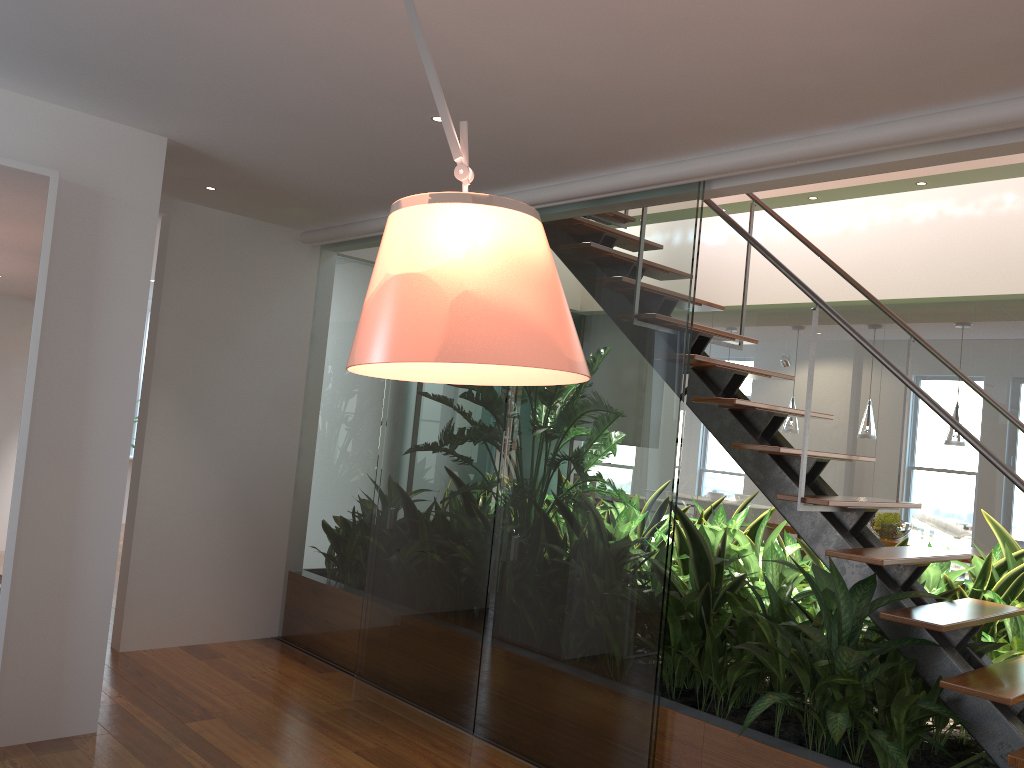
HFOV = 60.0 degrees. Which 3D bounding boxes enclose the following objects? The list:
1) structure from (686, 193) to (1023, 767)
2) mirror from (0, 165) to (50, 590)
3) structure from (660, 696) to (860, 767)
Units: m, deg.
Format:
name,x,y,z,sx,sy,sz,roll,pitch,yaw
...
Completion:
name,x,y,z,sx,sy,sz,roll,pitch,yaw
structure,1.264,-0.586,4.674,2.552,4.265,4.591,8,-4,-43
mirror,-2.196,0.209,2.672,1.267,2.044,0.049,8,-4,-43
structure,1.667,1.529,4.228,3.088,0.386,5.584,8,-4,-43
